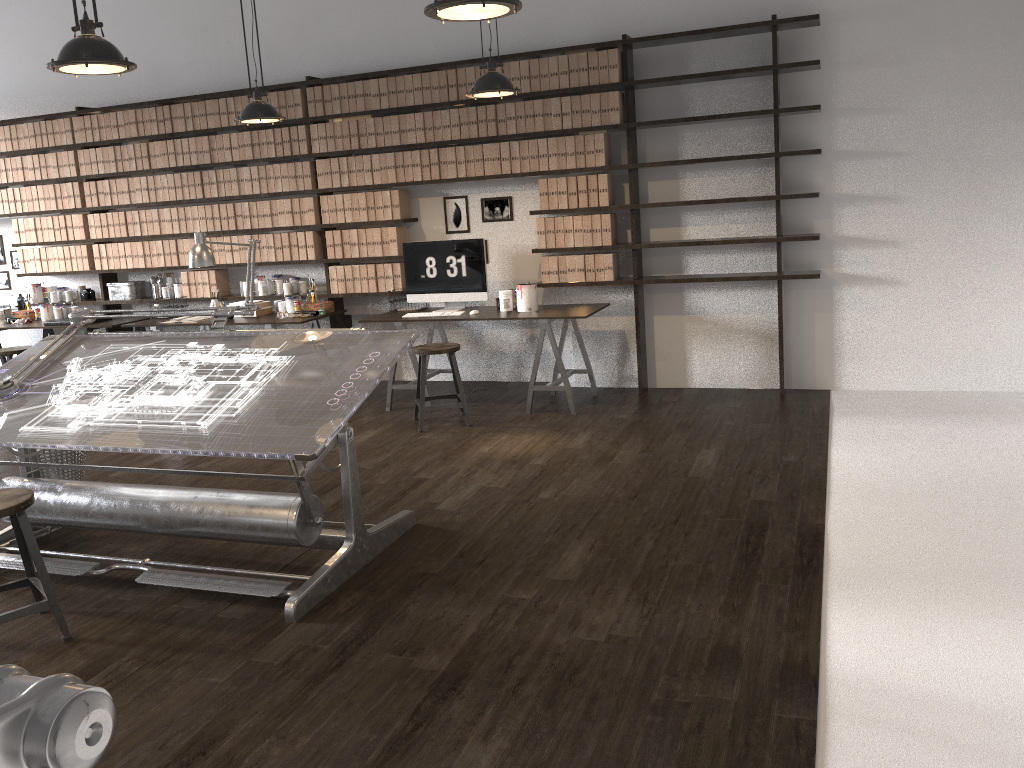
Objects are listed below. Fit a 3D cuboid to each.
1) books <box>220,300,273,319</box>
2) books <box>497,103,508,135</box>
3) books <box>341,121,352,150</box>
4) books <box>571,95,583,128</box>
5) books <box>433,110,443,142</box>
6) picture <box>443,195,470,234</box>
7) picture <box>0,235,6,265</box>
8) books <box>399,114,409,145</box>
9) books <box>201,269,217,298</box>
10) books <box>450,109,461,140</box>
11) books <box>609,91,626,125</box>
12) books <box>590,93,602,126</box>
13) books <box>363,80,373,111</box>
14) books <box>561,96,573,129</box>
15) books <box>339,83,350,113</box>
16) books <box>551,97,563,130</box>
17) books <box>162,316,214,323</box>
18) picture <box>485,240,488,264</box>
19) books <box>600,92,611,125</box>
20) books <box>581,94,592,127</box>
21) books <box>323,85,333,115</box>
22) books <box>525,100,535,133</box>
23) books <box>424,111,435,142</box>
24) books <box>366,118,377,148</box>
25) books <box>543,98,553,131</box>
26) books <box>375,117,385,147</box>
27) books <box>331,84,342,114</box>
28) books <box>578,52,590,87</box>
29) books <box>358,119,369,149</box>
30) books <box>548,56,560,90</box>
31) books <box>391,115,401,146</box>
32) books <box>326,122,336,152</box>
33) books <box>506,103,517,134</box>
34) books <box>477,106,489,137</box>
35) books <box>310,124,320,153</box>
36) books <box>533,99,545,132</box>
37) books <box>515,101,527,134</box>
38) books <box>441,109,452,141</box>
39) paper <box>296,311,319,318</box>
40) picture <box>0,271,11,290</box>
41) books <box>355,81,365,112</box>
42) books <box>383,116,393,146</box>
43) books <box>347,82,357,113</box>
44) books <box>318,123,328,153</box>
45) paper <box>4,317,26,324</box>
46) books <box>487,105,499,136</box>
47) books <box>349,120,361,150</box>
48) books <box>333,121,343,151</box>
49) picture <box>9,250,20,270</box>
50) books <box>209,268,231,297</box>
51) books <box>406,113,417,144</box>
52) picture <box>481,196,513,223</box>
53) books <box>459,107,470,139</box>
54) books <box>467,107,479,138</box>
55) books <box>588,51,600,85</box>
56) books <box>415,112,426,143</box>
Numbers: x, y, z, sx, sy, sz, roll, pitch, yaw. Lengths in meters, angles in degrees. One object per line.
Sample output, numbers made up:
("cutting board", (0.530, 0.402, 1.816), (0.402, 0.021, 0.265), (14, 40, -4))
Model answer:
("books", (-2.133, -0.607, 7.049), (0.294, 0.146, 0.389), (0, 12, 20))
("books", (-0.043, -1.900, 6.390), (0.066, 0.224, 0.176), (-1, 10, 20))
("books", (-1.238, -1.910, 6.833), (0.066, 0.224, 0.176), (-1, 10, 20))
("books", (0.475, -1.895, 6.196), (0.066, 0.224, 0.176), (-1, 10, 20))
("books", (-0.514, -1.904, 6.565), (0.066, 0.224, 0.176), (-1, 10, 20))
("picture", (-0.424, -1.303, 6.819), (0.201, 0.282, 0.022), (0, 9, 20))
("picture", (-4.952, -1.286, 8.510), (0.201, 0.282, 0.022), (0, 9, 20))
("books", (-0.773, -1.906, 6.659), (0.066, 0.224, 0.176), (-1, 10, 20))
("books", (-2.537, -0.854, 7.503), (0.066, 0.224, 0.176), (-1, 10, 20))
("books", (-0.383, -1.901, 6.509), (0.066, 0.224, 0.176), (-1, 10, 20))
("books", (0.726, -1.893, 6.101), (0.066, 0.224, 0.176), (-1, 10, 20))
("books", (0.604, -1.893, 6.143), (0.067, 0.224, 0.176), (-1, 10, 20))
("books", (-1.049, -2.179, 6.713), (0.066, 0.224, 0.176), (-1, 10, 20))
("books", (0.407, -1.895, 6.217), (0.067, 0.224, 0.176), (-1, 10, 20))
("books", (-1.241, -2.181, 6.785), (0.066, 0.224, 0.176), (-1, 10, 20))
("books", (0.340, -1.896, 6.244), (0.066, 0.224, 0.176), (-1, 10, 20))
("books", (-2.562, -0.518, 7.032), (0.354, 0.029, 0.258), (1, 12, 21))
("picture", (-0.303, -1.015, 6.825), (0.251, 0.182, 0.023), (0, 10, 20))
("books", (0.668, -1.894, 6.124), (0.066, 0.224, 0.176), (-1, 10, 20))
("books", (0.541, -1.895, 6.174), (0.066, 0.224, 0.176), (-1, 10, 20))
("books", (-1.374, -2.182, 6.835), (0.066, 0.224, 0.176), (-1, 10, 20))
("books", (0.156, -1.898, 6.315), (0.066, 0.224, 0.176), (-1, 10, 20))
("books", (-0.580, -1.904, 6.588), (0.066, 0.224, 0.176), (-1, 10, 20))
("books", (-1.033, -1.907, 6.752), (0.066, 0.224, 0.176), (-1, 10, 20))
("books", (0.282, -1.897, 6.267), (0.066, 0.224, 0.176), (-1, 10, 20))
("books", (-0.965, -1.908, 6.732), (0.066, 0.224, 0.176), (-1, 10, 20))
("books", (-1.309, -2.180, 6.806), (0.066, 0.224, 0.176), (-1, 10, 20))
("books", (0.514, -2.166, 6.132), (0.066, 0.224, 0.176), (-1, 10, 20))
("books", (-1.098, -1.909, 6.781), (0.066, 0.224, 0.176), (-1, 10, 20))
("books", (0.319, -2.167, 6.203), (0.066, 0.224, 0.176), (-1, 10, 20))
("books", (-0.837, -1.905, 6.678), (0.067, 0.224, 0.176), (-1, 10, 20))
("books", (-1.361, -1.909, 6.872), (0.067, 0.224, 0.176), (-1, 10, 20))
("books", (0.022, -1.898, 6.361), (0.066, 0.224, 0.176), (-1, 10, 20))
("books", (-0.183, -1.901, 6.442), (0.066, 0.224, 0.176), (-1, 10, 20))
("books", (-1.495, -1.911, 6.925), (0.066, 0.224, 0.176), (-1, 10, 20))
("books", (0.218, -1.896, 6.286), (0.067, 0.224, 0.176), (-1, 10, 20))
("books", (0.090, -1.899, 6.340), (0.066, 0.224, 0.176), (-1, 10, 20))
("books", (-0.450, -1.903, 6.537), (0.066, 0.224, 0.176), (-1, 10, 20))
("paper", (-1.572, -0.533, 6.739), (0.155, 0.038, 0.138), (4, 14, 35))
("picture", (-4.942, -0.998, 8.557), (0.251, 0.182, 0.023), (0, 10, 20))
("books", (-1.114, -2.178, 6.732), (0.067, 0.224, 0.176), (-1, 10, 20))
("books", (-0.898, -1.907, 6.707), (0.066, 0.224, 0.176), (-1, 10, 20))
("books", (-1.175, -2.180, 6.760), (0.066, 0.224, 0.176), (-1, 10, 20))
("books", (-1.428, -1.910, 6.897), (0.066, 0.224, 0.176), (-1, 10, 20))
("paper", (-4.379, -0.556, 7.782), (0.155, 0.038, 0.139), (-3, 11, 6))
("books", (-0.115, -1.899, 6.411), (0.067, 0.224, 0.176), (-1, 10, 20))
("books", (-1.170, -1.908, 6.802), (0.067, 0.224, 0.176), (-1, 10, 20))
("books", (-1.300, -1.910, 6.854), (0.066, 0.224, 0.176), (-1, 10, 20))
("picture", (-4.666, -1.184, 8.421), (0.251, 0.182, 0.023), (0, 10, 20))
("books", (-2.469, -0.855, 7.483), (0.066, 0.224, 0.176), (-1, 10, 20))
("books", (-0.715, -1.905, 6.636), (0.066, 0.224, 0.176), (-1, 10, 20))
("picture", (-0.112, -1.320, 6.698), (0.251, 0.182, 0.023), (0, 10, 20))
("books", (-0.316, -1.901, 6.484), (0.067, 0.224, 0.176), (-1, 10, 20))
("books", (-0.255, -1.901, 6.466), (0.066, 0.224, 0.176), (-1, 10, 20))
("books", (0.584, -2.165, 6.106), (0.066, 0.224, 0.176), (-1, 10, 20))
("books", (-0.647, -1.904, 6.609), (0.067, 0.224, 0.176), (-1, 10, 20))
